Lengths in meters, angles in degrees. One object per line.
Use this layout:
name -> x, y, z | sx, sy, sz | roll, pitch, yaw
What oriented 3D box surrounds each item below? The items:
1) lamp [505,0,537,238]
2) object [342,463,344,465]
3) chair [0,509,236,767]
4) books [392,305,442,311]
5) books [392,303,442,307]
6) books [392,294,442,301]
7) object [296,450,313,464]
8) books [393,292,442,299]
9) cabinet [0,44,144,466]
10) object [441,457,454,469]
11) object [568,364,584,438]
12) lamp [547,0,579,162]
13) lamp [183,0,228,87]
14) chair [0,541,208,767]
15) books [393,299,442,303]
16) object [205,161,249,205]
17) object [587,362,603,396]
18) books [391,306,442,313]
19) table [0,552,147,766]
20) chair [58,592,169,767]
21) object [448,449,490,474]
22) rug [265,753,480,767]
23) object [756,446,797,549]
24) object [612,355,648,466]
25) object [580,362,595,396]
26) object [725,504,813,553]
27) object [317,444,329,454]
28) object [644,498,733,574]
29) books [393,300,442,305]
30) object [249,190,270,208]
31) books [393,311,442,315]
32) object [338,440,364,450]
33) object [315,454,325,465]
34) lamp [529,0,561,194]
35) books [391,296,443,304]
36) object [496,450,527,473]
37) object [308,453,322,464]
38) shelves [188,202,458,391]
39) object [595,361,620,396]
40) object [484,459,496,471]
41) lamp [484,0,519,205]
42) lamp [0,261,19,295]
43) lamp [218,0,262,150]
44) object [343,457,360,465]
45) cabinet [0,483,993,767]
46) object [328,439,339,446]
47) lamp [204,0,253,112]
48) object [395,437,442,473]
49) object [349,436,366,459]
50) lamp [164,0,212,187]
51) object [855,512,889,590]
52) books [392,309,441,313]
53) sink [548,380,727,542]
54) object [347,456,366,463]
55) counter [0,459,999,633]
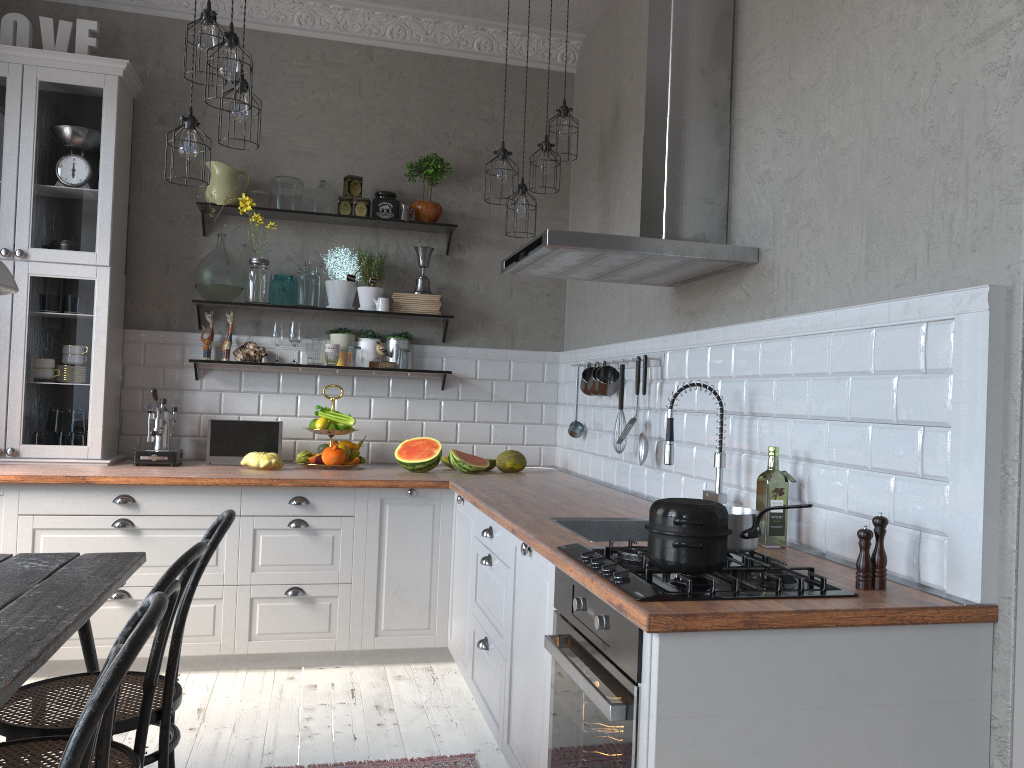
lamp -> 0.075, -1.584, 4.294 | 0.150, 1.735, 0.143 | 3, -1, -42
object -> -0.880, 0.394, 4.449 | 0.071, 0.065, 0.069 | 2, -1, 7
chair -> -1.014, 0.785, 2.255 | 0.556, 0.920, 0.432 | 3, -1, -16
books -> -0.516, -0.411, 4.808 | 0.262, 0.016, 0.157 | 2, -1, -5
books -> -0.515, -0.422, 4.809 | 0.263, 0.011, 0.157 | 2, -1, -8
books -> -0.513, -0.465, 4.809 | 0.262, 0.016, 0.157 | 2, -1, -5
object -> -1.035, 0.371, 4.482 | 0.075, 0.072, 0.153 | 2, -1, 16
books -> -0.513, -0.476, 4.810 | 0.263, 0.011, 0.157 | 2, -1, -8
cabinet -> -2.298, -0.571, 4.199 | 0.889, 1.921, 0.383 | 3, -1, -14
object -> -0.286, 0.421, 4.708 | 0.200, 0.067, 0.102 | 2, -1, -8
object -> 0.332, 0.086, 4.513 | 0.078, 0.379, 0.082 | 3, -1, -13
lamp -> 0.277, -1.957, 4.284 | 0.150, 1.735, 0.143 | 3, -1, -42
lamp -> -1.059, -1.953, 3.175 | 0.149, 1.735, 0.144 | 3, -1, -27
chair -> -0.929, 0.780, 1.782 | 0.552, 0.920, 0.435 | 2, -1, -6
books -> -0.514, -0.444, 4.809 | 0.263, 0.011, 0.157 | 2, -1, -8
object -> -1.457, -1.005, 4.506 | 0.191, 0.216, 0.173 | 2, -1, 0
object -> 0.414, -0.024, 4.138 | 0.109, 0.161, 0.135 | 2, -1, -11
books -> -0.516, -0.400, 4.808 | 0.261, 0.016, 0.157 | 2, -1, -2
table -> -1.373, 0.855, 1.682 | 0.914, 0.735, 1.900 | 2, -1, -13
chair -> -0.811, 0.777, 1.267 | 0.556, 0.920, 0.432 | 3, -1, -16
object -> -0.207, 0.390, 4.452 | 0.228, 0.127, 0.146 | 3, -1, -31
rug -> -0.330, 1.264, 2.377 | 0.744, 0.014, 1.276 | 2, -1, -13
object -> 0.742, 0.317, 2.479 | 0.090, 0.282, 0.081 | 3, -1, -13
object -> 0.483, 0.104, 3.648 | 0.082, 0.443, 0.326 | 2, -1, -12
object -> 0.386, -0.024, 4.262 | 0.108, 0.161, 0.136 | 2, -1, -1
object -> 0.597, 0.349, 2.216 | 0.299, 0.134, 0.177 | 2, -1, 21
object -> -0.947, 0.342, 4.559 | 0.078, 0.076, 0.155 | 2, -1, 13
object -> 0.383, 0.328, 1.927 | 0.194, 0.147, 0.189 | 3, -1, -34
books -> -0.515, -0.433, 4.809 | 0.263, 0.011, 0.156 | 2, -1, -11
object -> -1.316, -0.945, 4.601 | 0.104, 0.111, 0.102 | 2, -1, -14
books -> -0.517, -0.378, 4.808 | 0.263, 0.011, 0.156 | 2, -1, -11
object -> -0.828, 0.317, 4.540 | 0.129, 0.056, 0.059 | 3, -1, -22
object -> -0.977, 0.386, 4.476 | 0.071, 0.076, 0.225 | 3, -1, -31
lamp -> 0.195, -1.830, 4.435 | 0.144, 1.735, 0.149 | 2, -1, 28
books -> -0.514, -0.454, 4.809 | 0.261, 0.016, 0.157 | 2, -1, -2
object -> -0.004, 0.405, 4.632 | 0.129, 0.119, 0.208 | 1, -1, 39
object -> -0.988, 0.376, 4.457 | 0.084, 0.057, 0.089 | 2, -1, 18
shelves -> -0.975, -0.420, 4.683 | 1.330, 0.923, 0.226 | 2, -1, -15
object -> 0.432, -0.026, 4.013 | 0.108, 0.161, 0.137 | 2, -1, 4
object -> -0.149, 0.422, 4.645 | 0.117, 0.073, 0.204 | 1, -1, 40
lamp -> -0.018, -1.713, 4.134 | 0.145, 1.735, 0.148 | 2, -1, 18
lamp -> -1.326, -1.155, 2.067 | 0.381, 1.858, 0.377 | 2, -1, -6
lamp -> -0.994, -1.767, 3.350 | 0.149, 1.735, 0.144 | 3, -1, -27
object -> -0.810, 0.391, 4.462 | 0.088, 0.051, 0.069 | 2, -1, 34
cabinet -> -0.504, 0.849, 3.315 | 4.115, 0.854, 2.026 | 2, -1, 32
object -> -0.914, 0.332, 4.560 | 0.086, 0.093, 0.086 | 3, -1, -18
lamp -> -0.937, -1.820, 3.044 | 0.144, 1.735, 0.149 | 2, -1, 33
object -> -0.469, 0.356, 4.435 | 0.234, 0.174, 0.219 | 2, -1, 8
object -> -0.800, 0.325, 4.539 | 0.061, 0.120, 0.126 | 2, -1, 11
lamp -> -1.172, -1.615, 3.306 | 0.143, 1.735, 0.150 | 1, -1, 43
object -> 0.792, 0.366, 1.948 | 0.073, 0.167, 0.035 | 3, -1, -14
books -> -0.517, -0.390, 4.808 | 0.263, 0.011, 0.157 | 2, -1, -8
sink -> 0.428, 0.340, 2.744 | 0.534, 0.720, 0.481 | 2, -1, -14
object -> -0.853, 0.382, 4.575 | 0.213, 0.044, 0.055 | 2, -1, 24
counter -> -0.899, 0.419, 3.065 | 3.194, 0.039, 3.355 | 2, -1, -13
